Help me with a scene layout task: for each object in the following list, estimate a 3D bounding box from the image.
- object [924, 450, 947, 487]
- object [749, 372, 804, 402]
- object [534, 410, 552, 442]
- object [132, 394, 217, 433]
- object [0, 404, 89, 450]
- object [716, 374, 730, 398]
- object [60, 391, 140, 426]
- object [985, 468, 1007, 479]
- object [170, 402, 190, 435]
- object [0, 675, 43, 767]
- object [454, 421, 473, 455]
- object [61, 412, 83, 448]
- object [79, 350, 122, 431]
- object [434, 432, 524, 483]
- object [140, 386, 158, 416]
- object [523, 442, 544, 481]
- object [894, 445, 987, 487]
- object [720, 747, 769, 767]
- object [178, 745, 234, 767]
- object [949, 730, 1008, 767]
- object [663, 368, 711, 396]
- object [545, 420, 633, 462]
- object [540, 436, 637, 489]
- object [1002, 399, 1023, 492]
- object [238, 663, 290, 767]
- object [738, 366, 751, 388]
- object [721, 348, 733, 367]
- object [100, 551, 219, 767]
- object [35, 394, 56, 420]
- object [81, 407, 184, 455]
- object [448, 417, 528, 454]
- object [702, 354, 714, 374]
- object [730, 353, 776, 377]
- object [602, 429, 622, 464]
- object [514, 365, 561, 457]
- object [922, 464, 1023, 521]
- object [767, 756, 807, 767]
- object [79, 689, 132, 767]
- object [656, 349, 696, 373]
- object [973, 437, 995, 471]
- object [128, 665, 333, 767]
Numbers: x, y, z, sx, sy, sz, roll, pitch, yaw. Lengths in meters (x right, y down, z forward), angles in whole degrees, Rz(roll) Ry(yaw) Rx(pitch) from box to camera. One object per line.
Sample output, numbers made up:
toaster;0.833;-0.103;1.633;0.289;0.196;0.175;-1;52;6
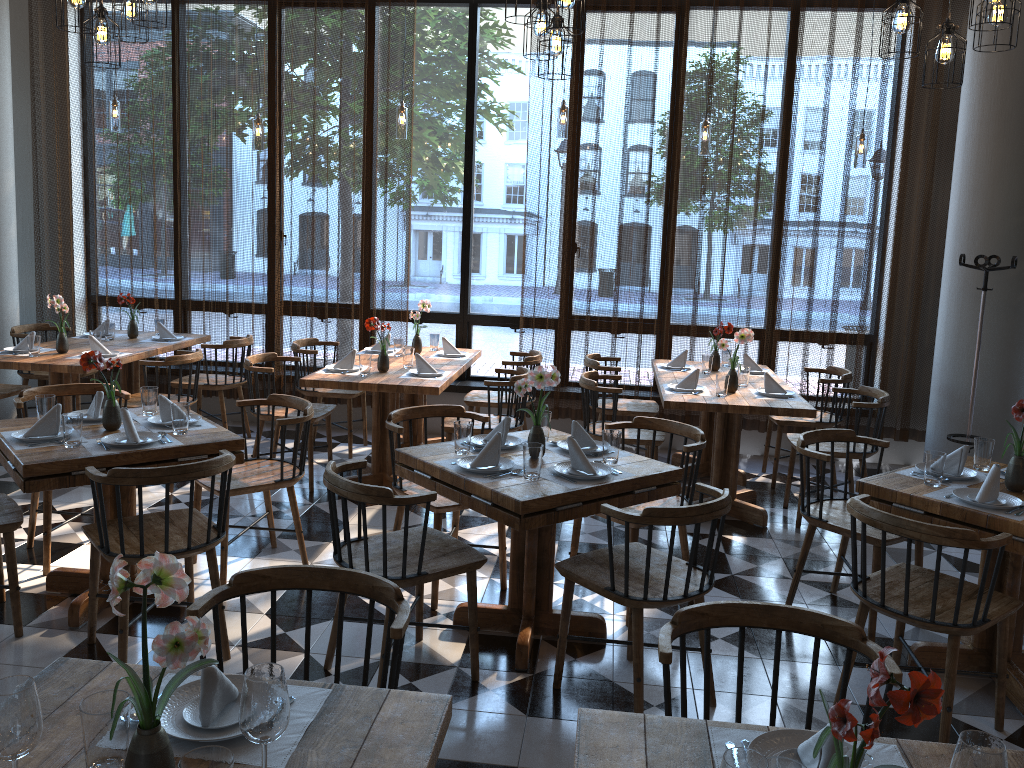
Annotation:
object;1.664;0.335;3.493;0.080;0.131;0.080;5;9;21
object;1.604;-0.001;5.386;0.272;0.136;0.354;3;10;6
object;0.136;0.190;3.976;0.080;0.131;0.080;5;9;21
object;-1.537;0.112;4.033;0.273;0.136;0.354;-5;12;-38
object;-1.953;0.155;3.693;0.273;0.136;0.354;-5;12;-38
object;1.245;0.010;5.252;0.080;0.131;0.080;1;8;-9
object;-1.913;0.091;4.067;0.352;0.136;0.273;-5;12;-38
object;2.183;0.329;3.633;0.273;0.136;0.354;-5;12;-38
object;-1.438;0.151;3.842;0.080;0.131;0.080;4;8;11
object;-0.772;0.568;1.375;0.081;0.214;0.081;8;10;37
object;-0.206;0.226;3.696;0.080;0.131;0.080;5;9;21
object;-1.768;0.187;3.565;0.080;0.131;0.080;4;8;11
object;-1.777;0.026;3.840;0.171;0.353;0.157;-2;9;-28
object;-0.103;0.262;3.494;0.273;0.136;0.354;-5;12;-38
object;-1.710;0.082;4.177;0.080;0.131;0.080;4;8;11
object;0.078;0.295;3.364;0.080;0.131;0.080;5;9;21
object;1.808;0.308;3.668;0.352;0.136;0.273;-5;12;-38
object;0.324;0.632;1.256;0.081;0.214;0.081;8;10;37
object;-0.461;0.629;1.336;0.080;0.131;0.080;3;8;6
object;0.692;0.635;1.325;0.081;0.214;0.082;2;8;-2
object;1.074;-0.031;5.437;0.272;0.136;0.354;3;10;6
object;0.313;0.219;3.834;0.273;0.136;0.354;-5;12;-38
object;0.273;0.283;3.460;0.352;0.136;0.273;-5;12;-38
object;2.011;0.241;3.464;0.171;0.353;0.157;-4;10;-36
object;-0.403;0.570;1.444;0.081;0.214;0.082;2;8;-2
object;1.468;-0.046;5.623;0.080;0.131;0.080;1;8;-9
object;1.568;-0.192;6.479;0.080;0.131;0.080;5;9;21
object;-0.564;0.476;1.415;0.207;0.398;0.147;4;8;14
object;-2.051;0.117;3.898;0.080;0.131;0.080;5;9;21
object;-1.577;0.175;3.659;0.352;0.136;0.273;-5;12;-38
object;-0.063;0.199;3.868;0.352;0.136;0.273;-5;12;-38
object;1.344;-0.136;6.107;0.080;0.131;0.080;5;9;21
object;1.705;-0.151;6.261;0.272;0.136;0.354;3;10;6
object;0.407;0.260;3.641;0.080;0.131;0.080;5;9;21
object;0.097;0.114;3.629;0.207;0.398;0.147;5;8;18
object;1.767;0.372;3.294;0.273;0.136;0.354;-5;12;-38
object;0.416;0.658;1.366;0.080;0.131;0.080;1;8;-9
object;-0.680;0.594;1.485;0.080;0.131;0.080;1;8;-9
object;1.176;-0.181;6.313;0.272;0.136;0.354;3;10;6
object;2.005;0.300;3.772;0.080;0.131;0.080;-1;9;-19
object;-0.550;0.564;1.673;0.352;0.136;0.273;3;10;6
